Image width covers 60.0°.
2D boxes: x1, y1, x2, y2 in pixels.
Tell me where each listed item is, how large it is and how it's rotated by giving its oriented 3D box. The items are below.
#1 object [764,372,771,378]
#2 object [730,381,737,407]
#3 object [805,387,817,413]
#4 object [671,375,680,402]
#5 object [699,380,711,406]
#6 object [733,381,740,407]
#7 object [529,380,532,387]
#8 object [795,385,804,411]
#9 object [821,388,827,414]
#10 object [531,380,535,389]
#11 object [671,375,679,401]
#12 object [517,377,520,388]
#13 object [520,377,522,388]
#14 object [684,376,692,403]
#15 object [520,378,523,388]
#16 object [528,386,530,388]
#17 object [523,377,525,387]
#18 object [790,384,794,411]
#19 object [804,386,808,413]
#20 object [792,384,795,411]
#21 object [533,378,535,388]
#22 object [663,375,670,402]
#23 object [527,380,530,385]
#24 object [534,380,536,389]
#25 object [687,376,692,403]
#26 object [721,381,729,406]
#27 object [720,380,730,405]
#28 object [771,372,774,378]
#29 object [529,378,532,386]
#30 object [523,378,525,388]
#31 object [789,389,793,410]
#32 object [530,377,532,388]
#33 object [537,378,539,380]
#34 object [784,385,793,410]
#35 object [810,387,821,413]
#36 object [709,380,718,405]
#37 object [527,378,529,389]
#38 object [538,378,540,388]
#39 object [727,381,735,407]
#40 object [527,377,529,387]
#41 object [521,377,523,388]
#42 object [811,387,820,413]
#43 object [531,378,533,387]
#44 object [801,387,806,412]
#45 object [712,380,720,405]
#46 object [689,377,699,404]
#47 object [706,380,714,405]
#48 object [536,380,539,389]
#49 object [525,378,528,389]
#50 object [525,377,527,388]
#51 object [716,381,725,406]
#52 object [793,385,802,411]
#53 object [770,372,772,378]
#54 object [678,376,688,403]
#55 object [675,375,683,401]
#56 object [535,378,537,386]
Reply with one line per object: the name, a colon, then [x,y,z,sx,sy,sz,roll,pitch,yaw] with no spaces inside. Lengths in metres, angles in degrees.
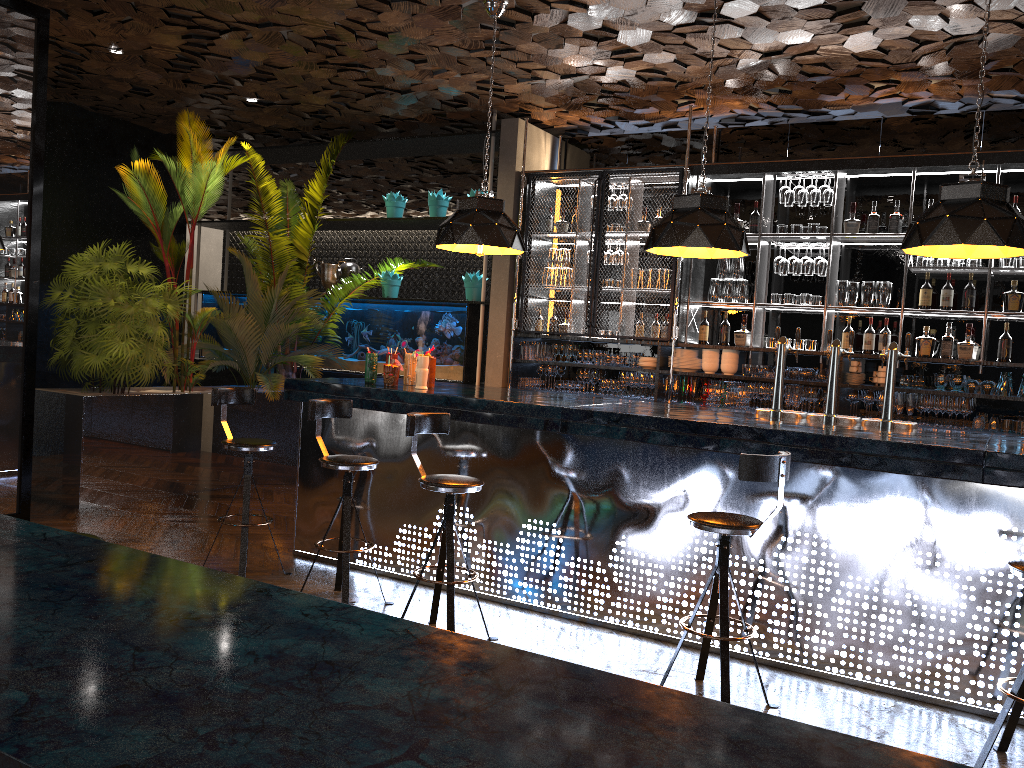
object: [2.088,-0.074,7.245,0.044,0.048,0.049,3,3,-18]
object: [1.885,0.087,7.540,0.082,0.213,0.082,2,3,-28]
object: [2.376,0.139,7.076,0.092,0.218,0.092,3,3,-10]
object: [1.418,0.041,7.691,0.073,0.229,0.073,5,3,18]
object: [1.628,0.073,7.482,0.082,0.213,0.082,2,3,-31]
object: [1.931,0.086,7.616,0.082,0.213,0.082,5,3,29]
object: [0.172,0.007,8.315,0.034,0.080,0.034,3,3,-6]
object: [2.315,0.126,7.168,0.071,0.226,0.071,4,3,1]
object: [2.493,0.146,7.073,0.071,0.217,0.071,6,3,38]
object: [0.196,0.007,8.358,0.034,0.080,0.034,4,3,-4]
object: [1.422,0.037,7.776,0.073,0.229,0.073,5,3,18]
object: [0.065,-0.012,8.384,0.028,0.097,0.028,5,3,19]
object: [0.083,-0.012,8.412,0.028,0.097,0.028,3,3,-11]
object: [1.526,0.046,7.726,0.073,0.229,0.073,5,3,18]
object: [0.086,-0.009,8.340,0.033,0.101,0.033,2,3,-36]
object: [0.168,-0.011,8.486,0.033,0.101,0.033,6,3,34]
object: [0.115,-0.013,8.469,0.028,0.097,0.028,5,3,27]
object: [2.321,0.119,7.321,0.071,0.226,0.071,4,3,1]
object: [2.429,0.130,7.323,0.092,0.218,0.092,3,3,-10]
object: [2.352,0.117,7.394,0.071,0.226,0.071,4,3,1]
object: [0.207,-0.007,8.467,0.031,0.098,0.031,2,3,-39]
object: [1.331,0.037,7.660,0.073,0.229,0.073,5,3,18]
object: [0.151,0.008,8.276,0.034,0.080,0.034,6,4,43]
object: [0.215,0.006,8.393,0.034,0.080,0.034,6,3,38]
object: [1.541,0.051,7.642,0.073,0.229,0.073,5,3,18]
object: [1.804,0.079,7.586,0.082,0.213,0.082,1,4,-40]
object: [1.843,0.078,7.664,0.082,0.213,0.082,2,3,-30]
object: [2.145,-0.074,7.335,0.049,0.048,0.044,5,3,17]
object: [0.171,-0.006,8.402,0.031,0.098,0.031,3,3,-9]
object: [0.109,-0.009,8.378,0.033,0.101,0.033,4,3,10]
object: [2.272,0.119,7.242,0.071,0.226,0.071,4,3,1]
object: [0.189,-0.011,8.523,0.033,0.101,0.033,4,3,13]
object: [0.242,-0.008,8.532,0.031,0.098,0.031,3,3,-14]
object: [2.231,0.120,7.168,0.071,0.226,0.071,4,3,1]
object: [2.444,0.139,7.162,0.092,0.218,0.092,3,3,-10]
object: [1.720,0.072,7.633,0.082,0.213,0.082,3,3,-11]
object: [0.147,-0.006,8.369,0.031,0.098,0.031,4,3,3]
object: [0.258,-0.008,8.564,0.031,0.098,0.031,6,3,34]
object: [1.840,0.088,7.461,0.082,0.213,0.082,4,3,9]
object: [0.151,-0.014,8.529,0.028,0.097,0.028,2,3,-26]
object: [0.099,-0.013,8.441,0.028,0.097,0.028,2,3,-35]
object: [2.485,0.135,7.293,0.092,0.218,0.092,3,3,-10]
object: [0.186,-0.007,8.432,0.031,0.098,0.031,3,3,-15]
object: [2.371,0.131,7.233,0.092,0.218,0.092,3,3,-10]
object: [1.761,0.071,7.712,0.082,0.213,0.082,4,3,6]
object: [1.550,0.056,7.554,0.073,0.229,0.073,5,3,18]
object: [1.675,0.072,7.558,0.082,0.213,0.082,5,3,22]
object: [0.242,0.006,8.433,0.034,0.080,0.034,4,3,12]
object: [0.130,-0.006,8.335,0.031,0.098,0.031,3,3,-22]
object: [0.132,-0.014,8.503,0.028,0.097,0.028,2,3,-36]
object: [1.753,0.080,7.510,0.082,0.213,0.082,4,3,6]
object: [2.275,0.127,7.098,0.071,0.226,0.071,4,3,1]
object: [2.114,-0.074,7.295,0.049,0.048,0.044,2,3,-28]
object: [1.467,0.048,7.606,0.073,0.229,0.073,5,3,18]
object: [1.472,0.036,7.873,0.073,0.229,0.073,5,3,18]
object: [0.225,-0.007,8.497,0.031,0.098,0.031,2,3,-29]
